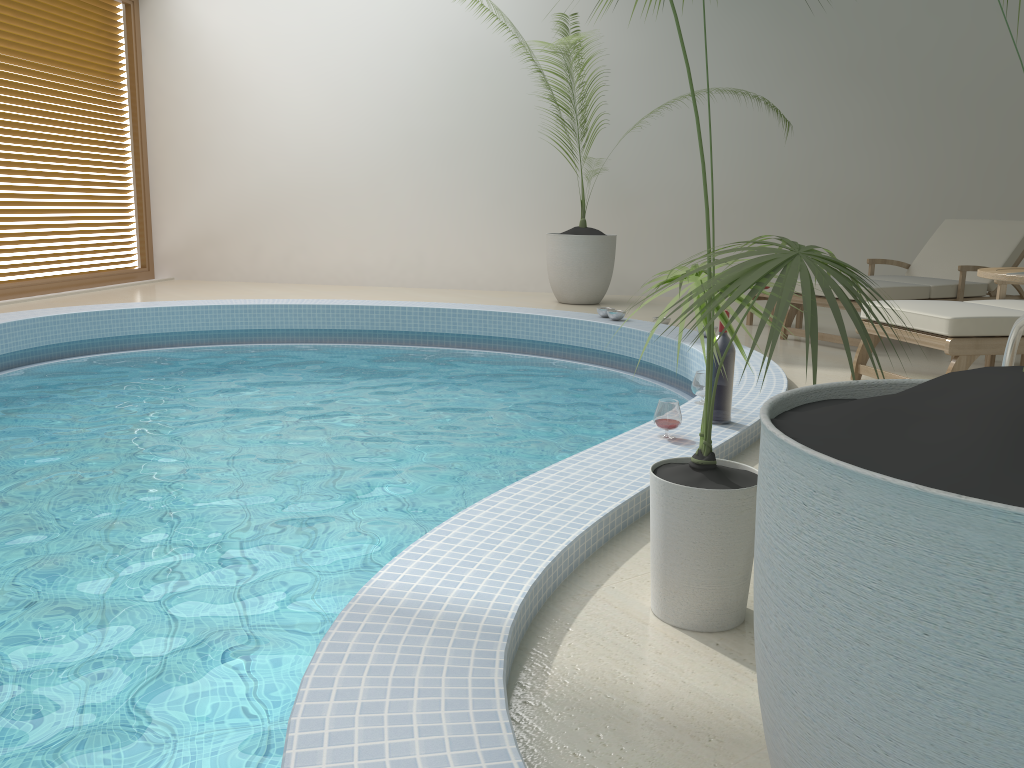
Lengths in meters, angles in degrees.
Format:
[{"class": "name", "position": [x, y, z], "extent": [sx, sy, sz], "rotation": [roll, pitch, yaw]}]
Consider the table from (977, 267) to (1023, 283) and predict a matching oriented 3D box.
[{"class": "table", "position": [1.794, 0.025, 2.753], "extent": [0.700, 0.720, 0.700], "rotation": [7, 13, 27]}]

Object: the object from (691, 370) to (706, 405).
[{"class": "object", "position": [0.814, 0.015, 3.769], "extent": [0.102, 0.137, 0.102], "rotation": [5, 12, 16]}]

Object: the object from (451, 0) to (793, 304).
[{"class": "object", "position": [0.822, -2.203, 8.045], "extent": [2.979, 2.960, 2.729], "rotation": [-5, 13, -27]}]

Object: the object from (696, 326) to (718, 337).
[{"class": "object", "position": [1.266, -0.340, 5.768], "extent": [0.140, 0.069, 0.140], "rotation": [-3, 12, -22]}]

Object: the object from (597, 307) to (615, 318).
[{"class": "object", "position": [0.707, -0.537, 6.691], "extent": [0.140, 0.069, 0.140], "rotation": [-3, 12, -22]}]

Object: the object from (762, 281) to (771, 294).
[{"class": "object", "position": [1.993, -0.785, 6.997], "extent": [0.102, 0.137, 0.102], "rotation": [6, 12, 22]}]

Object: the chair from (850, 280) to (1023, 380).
[{"class": "chair", "position": [2.863, -0.403, 4.632], "extent": [1.903, 0.866, 0.861], "rotation": [-1, 12, -13]}]

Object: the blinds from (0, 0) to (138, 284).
[{"class": "blinds", "position": [-4.566, -2.235, 7.647], "extent": [0.095, 2.921, 4.414], "rotation": [3, 11, 8]}]

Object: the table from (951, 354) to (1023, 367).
[{"class": "table", "position": [2.902, -0.238, 5.365], "extent": [0.283, 0.255, 0.320], "rotation": [-1, 12, -13]}]

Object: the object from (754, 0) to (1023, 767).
[{"class": "object", "position": [0.642, -0.803, 1.032], "extent": [2.979, 2.960, 2.729], "rotation": [7, 12, 25]}]

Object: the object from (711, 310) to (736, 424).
[{"class": "object", "position": [0.804, -0.067, 3.416], "extent": [0.109, 0.435, 0.109], "rotation": [12, 15, 42]}]

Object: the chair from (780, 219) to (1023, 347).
[{"class": "chair", "position": [2.919, -0.753, 6.384], "extent": [1.903, 0.866, 0.861], "rotation": [-5, 13, -29]}]

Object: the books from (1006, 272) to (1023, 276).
[{"class": "books", "position": [1.596, -0.323, 2.624], "extent": [0.241, 0.004, 0.166], "rotation": [-8, 15, -40]}]

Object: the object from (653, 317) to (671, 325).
[{"class": "object", "position": [1.153, -0.476, 6.841], "extent": [0.140, 0.069, 0.140], "rotation": [-3, 12, -22]}]

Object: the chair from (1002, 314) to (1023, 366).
[{"class": "chair", "position": [1.540, 0.133, 2.135], "extent": [0.618, 0.727, 0.563], "rotation": [5, 12, 20]}]

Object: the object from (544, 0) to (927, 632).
[{"class": "object", "position": [0.360, -0.328, 1.880], "extent": [0.791, 1.695, 1.059], "rotation": [0, 11, -5]}]

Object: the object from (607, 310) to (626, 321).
[{"class": "object", "position": [0.767, -0.502, 6.522], "extent": [0.140, 0.069, 0.140], "rotation": [-3, 12, -22]}]

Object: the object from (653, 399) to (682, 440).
[{"class": "object", "position": [0.560, 0.126, 3.190], "extent": [0.102, 0.137, 0.102], "rotation": [5, 12, 16]}]

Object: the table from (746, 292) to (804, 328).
[{"class": "table", "position": [2.069, -0.578, 6.975], "extent": [0.283, 0.255, 0.320], "rotation": [-5, 13, -29]}]
